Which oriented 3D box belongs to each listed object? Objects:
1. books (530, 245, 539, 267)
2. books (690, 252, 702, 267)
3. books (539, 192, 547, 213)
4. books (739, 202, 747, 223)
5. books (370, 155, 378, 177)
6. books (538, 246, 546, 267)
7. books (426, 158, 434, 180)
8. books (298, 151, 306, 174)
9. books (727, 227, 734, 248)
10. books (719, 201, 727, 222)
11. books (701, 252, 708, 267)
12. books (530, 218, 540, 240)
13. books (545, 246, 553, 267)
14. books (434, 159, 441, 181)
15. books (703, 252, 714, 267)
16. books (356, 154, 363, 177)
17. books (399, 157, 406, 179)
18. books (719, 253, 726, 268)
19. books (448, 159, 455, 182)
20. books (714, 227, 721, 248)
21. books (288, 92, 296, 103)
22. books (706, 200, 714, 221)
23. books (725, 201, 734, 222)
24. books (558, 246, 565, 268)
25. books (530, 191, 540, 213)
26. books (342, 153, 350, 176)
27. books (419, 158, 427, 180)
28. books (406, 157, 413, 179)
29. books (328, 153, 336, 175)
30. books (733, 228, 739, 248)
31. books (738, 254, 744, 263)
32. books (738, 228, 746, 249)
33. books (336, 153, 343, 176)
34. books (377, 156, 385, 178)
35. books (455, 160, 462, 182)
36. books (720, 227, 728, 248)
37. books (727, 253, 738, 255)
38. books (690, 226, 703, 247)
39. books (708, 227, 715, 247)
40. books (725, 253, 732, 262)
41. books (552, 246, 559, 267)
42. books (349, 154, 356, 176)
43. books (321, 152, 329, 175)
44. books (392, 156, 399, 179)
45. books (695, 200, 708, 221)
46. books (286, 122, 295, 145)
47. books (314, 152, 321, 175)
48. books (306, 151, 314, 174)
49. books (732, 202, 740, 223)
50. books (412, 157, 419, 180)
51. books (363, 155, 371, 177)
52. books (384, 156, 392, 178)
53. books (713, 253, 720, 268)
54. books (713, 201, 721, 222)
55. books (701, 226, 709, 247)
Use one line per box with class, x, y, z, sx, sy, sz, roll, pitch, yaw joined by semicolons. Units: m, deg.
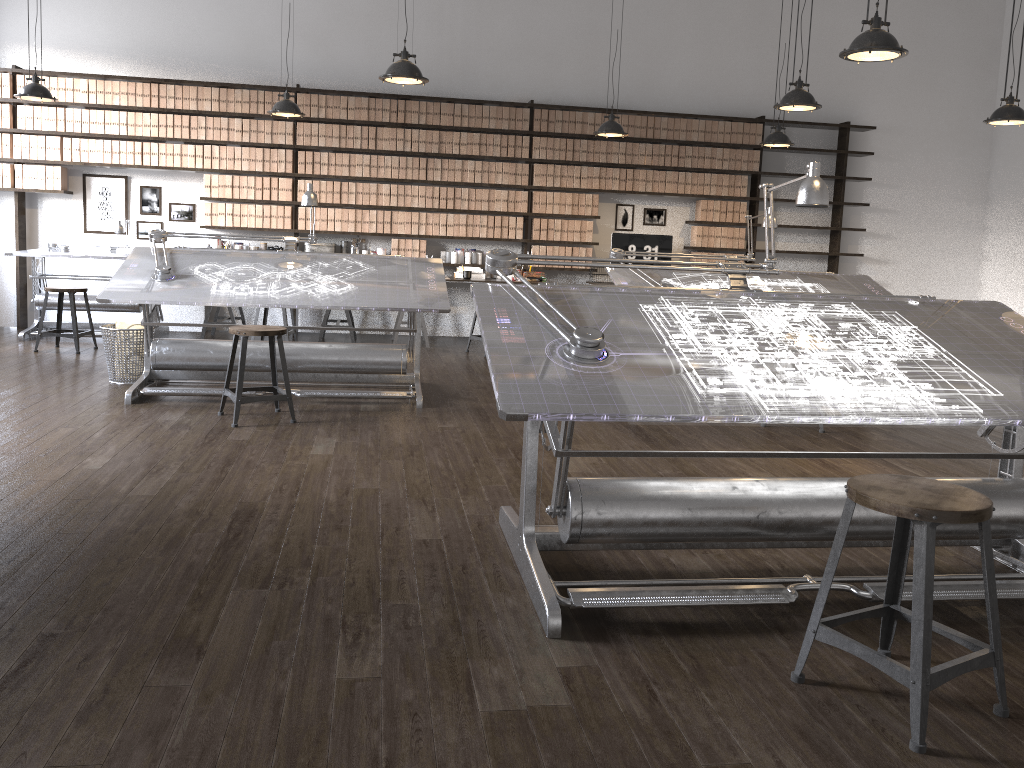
books;0.232;-1.330;9.226;0.066;0.224;0.175;1;8;-9
books;1.971;-1.300;9.499;0.066;0.224;0.176;1;8;-9
books;0.306;-1.875;9.175;0.066;0.224;0.176;1;8;-9
books;2.449;-1.837;9.506;0.066;0.224;0.176;1;8;-9
books;-1.384;-2.173;8.880;0.066;0.224;0.176;1;8;-9
books;0.304;-1.329;9.234;0.066;0.224;0.176;1;8;-9
books;-0.829;-2.163;8.968;0.066;0.224;0.176;1;8;-9
books;-2.078;-2.185;8.774;0.066;0.224;0.176;1;8;-9
books;2.313;-1.567;9.513;0.067;0.224;0.176;1;8;-9
books;2.227;-1.841;9.474;0.066;0.224;0.176;1;8;-9
books;2.039;-1.298;9.503;0.067;0.224;0.176;1;8;-9
books;0.242;-1.605;9.199;0.066;0.224;0.176;1;8;-9
books;0.376;-1.327;9.245;0.067;0.224;0.176;1;8;-9
books;-0.758;-2.161;8.974;0.066;0.224;0.175;1;8;-9
books;2.104;-1.298;9.518;0.066;0.224;0.176;1;8;-9
books;-1.525;-2.175;8.857;0.066;0.224;0.176;1;8;-9
books;-1.102;-2.167;8.919;0.067;0.224;0.176;1;8;-9
books;2.232;-1.295;9.535;0.067;0.224;0.176;1;8;-9
books;-0.619;-2.159;9.000;0.066;0.224;0.176;1;8;-9
books;2.175;-1.570;9.495;0.066;0.224;0.175;1;8;-9
books;-2.160;-2.731;8.689;0.066;0.224;0.176;1;8;-9
books;2.086;-1.844;9.452;0.066;0.224;0.175;1;8;-9
books;2.301;-1.839;9.480;0.067;0.224;0.176;1;8;-9
books;0.502;-1.326;9.272;0.066;0.224;0.176;1;8;-9
books;0.237;-1.876;9.166;0.066;0.224;0.175;1;8;-9
books;-1.652;-2.176;8.834;0.067;0.224;0.176;1;8;-9
books;-0.902;-2.163;8.951;0.067;0.224;0.176;1;8;-9
books;-1.041;-2.166;8.933;0.066;0.224;0.176;1;8;-9
books;-1.790;-2.180;8.818;0.066;0.224;0.175;1;8;-9
books;2.374;-1.567;9.527;0.066;0.224;0.176;1;8;-9
books;2.435;-1.291;9.565;0.067;0.224;0.176;1;8;-9
books;2.444;-1.566;9.539;0.066;0.224;0.176;1;8;-9
books;-1.720;-2.179;8.829;0.066;0.224;0.176;1;8;-9
books;-1.315;-2.172;8.893;0.066;0.224;0.175;1;8;-9
books;-0.551;-2.157;9.005;0.067;0.224;0.176;1;8;-9
books;2.247;-1.568;9.503;0.066;0.224;0.176;1;8;-9
books;2.370;-1.293;9.562;0.066;0.224;0.175;1;8;-9
books;1.968;-1.573;9.461;0.067;0.224;0.176;1;8;-9
books;2.106;-1.572;9.488;0.066;0.224;0.175;1;8;-9
books;2.301;-1.294;9.549;0.066;0.224;0.176;1;8;-9
books;0.438;-1.327;9.259;0.066;0.224;0.176;1;8;-9
books;-1.587;-2.176;8.848;0.066;0.224;0.176;1;8;-9
books;-1.859;-2.180;8.803;0.066;0.224;0.175;1;8;-9
books;-1.174;-2.168;8.908;0.066;0.224;0.176;1;8;-9
books;2.016;-1.845;9.441;0.066;0.224;0.176;1;8;-9
books;-2.180;-2.458;8.721;0.067;0.224;0.176;1;8;-9
books;-1.930;-2.182;8.797;0.066;0.224;0.176;1;8;-9
books;-2.004;-2.183;8.780;0.067;0.224;0.176;1;8;-9
books;2.374;-1.839;9.497;0.066;0.224;0.176;1;8;-9
books;-0.976;-2.166;8.945;0.066;0.224;0.176;1;8;-9
books;-1.453;-2.173;8.866;0.067;0.224;0.176;1;8;-9
books;-1.246;-2.170;8.900;0.066;0.224;0.175;1;8;-9
books;2.166;-1.296;9.526;0.066;0.224;0.176;1;8;-9
books;2.157;-1.842;9.458;0.066;0.224;0.175;1;8;-9
books;2.037;-1.573;9.476;0.066;0.224;0.176;1;8;-9
